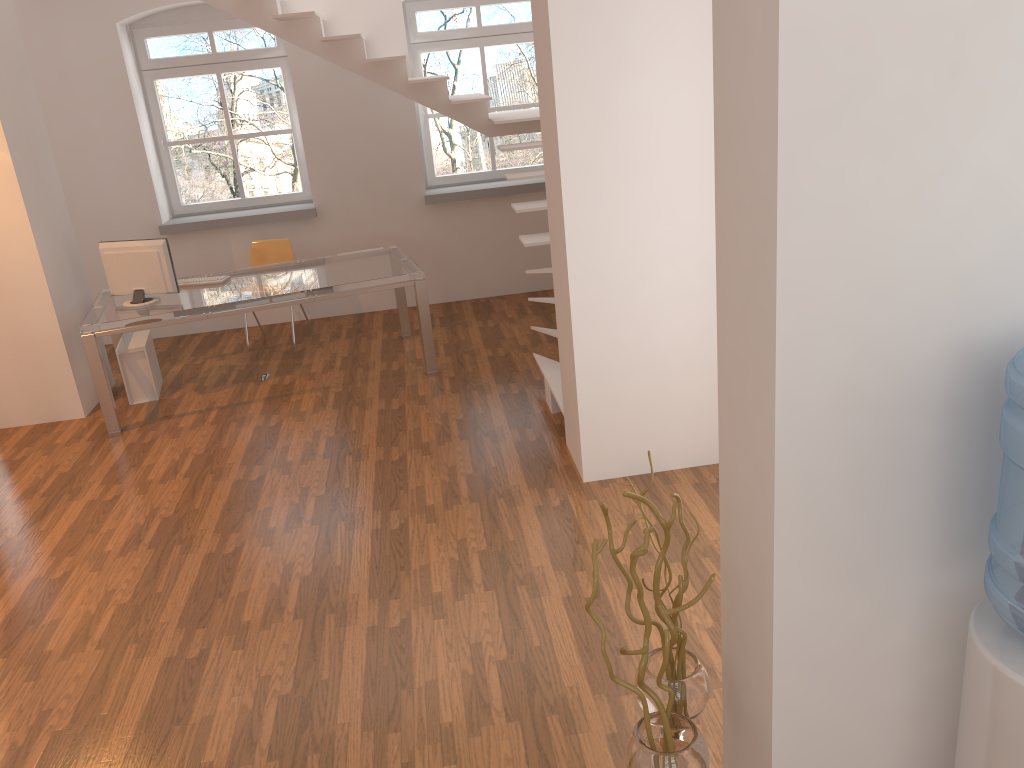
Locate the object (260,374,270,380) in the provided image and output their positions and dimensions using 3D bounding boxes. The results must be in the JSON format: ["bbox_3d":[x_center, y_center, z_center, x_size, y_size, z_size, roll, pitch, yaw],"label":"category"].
[{"bbox_3d":[-1.857,-0.056,6.666,0.054,0.035,0.115,-4,20,5],"label":"object"}]

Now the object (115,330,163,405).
[{"bbox_3d":[-2.741,-0.127,6.541,0.200,0.422,0.474,-11,21,-14],"label":"object"}]

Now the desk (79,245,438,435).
[{"bbox_3d":[-1.793,-0.389,6.490,2.239,0.750,1.092,-11,21,-14],"label":"desk"}]

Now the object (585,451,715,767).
[{"bbox_3d":[0.397,0.744,2.345,0.284,1.112,0.655,0,21,15],"label":"object"}]

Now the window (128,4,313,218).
[{"bbox_3d":[-2.509,-2.387,7.760,1.308,1.737,0.142,-8,20,-5],"label":"window"}]

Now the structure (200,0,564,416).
[{"bbox_3d":[-1.225,-1.494,6.028,4.630,3.042,3.450,-8,20,-5],"label":"structure"}]

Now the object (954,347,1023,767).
[{"bbox_3d":[1.165,0.654,1.834,0.436,1.490,0.436,-13,22,-18],"label":"object"}]

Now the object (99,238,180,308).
[{"bbox_3d":[-2.559,-0.753,5.995,0.516,0.418,0.245,3,22,23],"label":"object"}]

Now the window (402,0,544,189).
[{"bbox_3d":[-0.243,-2.687,7.947,1.308,1.737,0.142,-8,20,-5],"label":"window"}]

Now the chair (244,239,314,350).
[{"bbox_3d":[-2.005,-0.742,7.353,0.495,0.829,0.464,-2,21,9],"label":"chair"}]

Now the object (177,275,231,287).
[{"bbox_3d":[-2.311,-0.751,6.479,0.467,0.031,0.200,-4,20,5],"label":"object"}]
